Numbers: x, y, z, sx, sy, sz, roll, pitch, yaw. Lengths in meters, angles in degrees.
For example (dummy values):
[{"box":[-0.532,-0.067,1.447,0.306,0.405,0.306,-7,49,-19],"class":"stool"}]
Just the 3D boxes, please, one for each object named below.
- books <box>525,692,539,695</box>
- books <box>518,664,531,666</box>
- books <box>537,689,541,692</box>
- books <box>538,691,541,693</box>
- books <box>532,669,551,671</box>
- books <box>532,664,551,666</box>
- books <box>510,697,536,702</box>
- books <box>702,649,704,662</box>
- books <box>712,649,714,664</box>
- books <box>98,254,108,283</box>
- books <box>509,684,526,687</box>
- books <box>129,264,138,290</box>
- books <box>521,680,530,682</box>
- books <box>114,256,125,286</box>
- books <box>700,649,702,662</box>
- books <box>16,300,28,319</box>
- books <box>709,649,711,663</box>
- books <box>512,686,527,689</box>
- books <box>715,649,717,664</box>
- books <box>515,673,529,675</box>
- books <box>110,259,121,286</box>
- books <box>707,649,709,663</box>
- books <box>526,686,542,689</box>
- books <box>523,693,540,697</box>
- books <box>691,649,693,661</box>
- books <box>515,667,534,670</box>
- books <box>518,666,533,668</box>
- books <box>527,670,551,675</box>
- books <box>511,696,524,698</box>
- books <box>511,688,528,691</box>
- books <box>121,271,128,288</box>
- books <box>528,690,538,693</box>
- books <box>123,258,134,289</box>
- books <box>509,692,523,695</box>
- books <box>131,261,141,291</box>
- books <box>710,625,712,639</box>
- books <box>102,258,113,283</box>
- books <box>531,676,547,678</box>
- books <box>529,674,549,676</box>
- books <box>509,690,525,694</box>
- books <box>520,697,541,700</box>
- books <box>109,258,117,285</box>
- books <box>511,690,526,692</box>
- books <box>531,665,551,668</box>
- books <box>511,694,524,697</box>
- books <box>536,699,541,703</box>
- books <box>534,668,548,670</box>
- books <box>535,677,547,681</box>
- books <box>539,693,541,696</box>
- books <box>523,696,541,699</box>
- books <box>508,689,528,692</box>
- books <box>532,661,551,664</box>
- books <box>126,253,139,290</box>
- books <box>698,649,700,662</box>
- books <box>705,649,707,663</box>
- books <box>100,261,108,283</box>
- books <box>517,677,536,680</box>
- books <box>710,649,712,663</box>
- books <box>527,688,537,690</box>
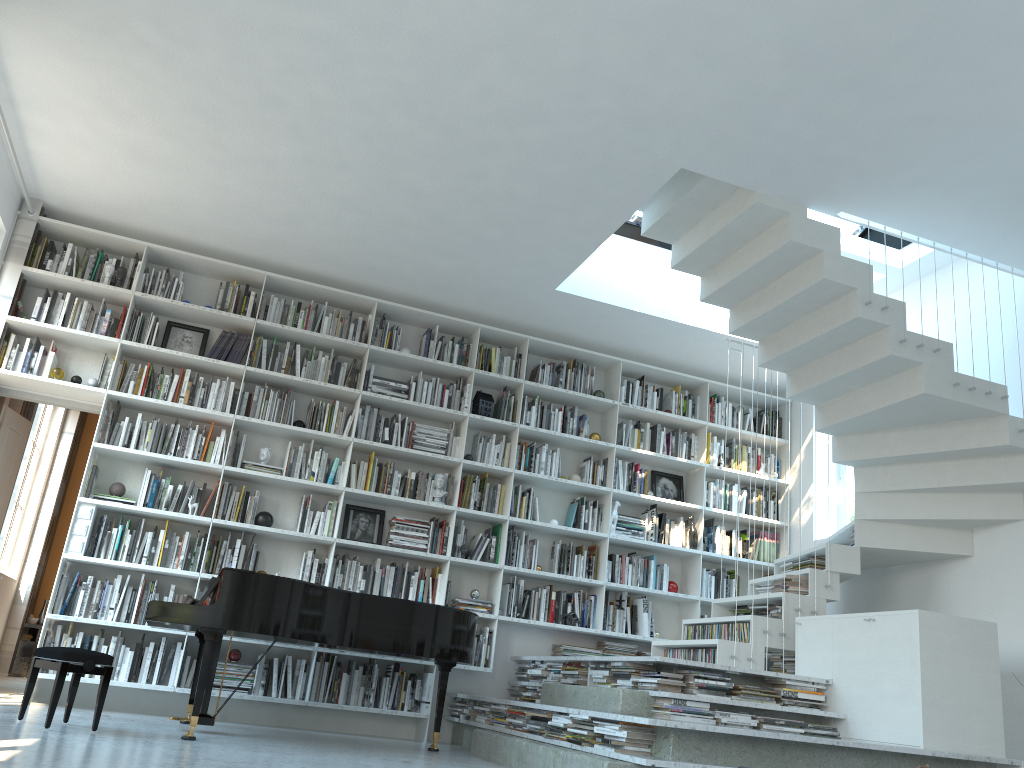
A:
[{"box":[0.208,2.205,6.300,0.159,0.009,0.229,12,-20,-16],"class":"books"},{"box":[0.164,2.109,6.620,0.159,0.011,0.246,14,-20,-20],"class":"books"},{"box":[0.302,2.092,6.024,0.181,0.017,0.250,14,-20,-20],"class":"books"},{"box":[0.306,2.106,6.021,0.178,0.009,0.277,12,-20,-16],"class":"books"},{"box":[0.257,2.054,6.347,0.171,0.007,0.207,12,-20,-15],"class":"books"},{"box":[0.268,2.021,6.361,0.159,0.007,0.286,13,-20,-18],"class":"books"},{"box":[0.094,2.337,6.564,0.163,0.019,0.188,13,-20,-18],"class":"books"},{"box":[1.275,1.768,5.676,0.125,0.125,0.011,13,-20,-17],"class":"books"},{"box":[1.314,1.737,5.575,0.125,0.125,0.008,13,-20,-17],"class":"books"},{"box":[-2.936,-0.774,6.355,0.013,0.274,0.159,13,-20,-17],"class":"books"},{"box":[0.097,2.249,6.591,0.174,0.009,0.240,12,-20,-15],"class":"books"},{"box":[-2.737,-0.722,6.414,0.025,0.258,0.138,13,-20,-17],"class":"books"},{"box":[0.165,2.214,6.589,0.134,0.014,0.182,14,-20,-20],"class":"books"},{"box":[-2.836,-0.758,6.394,0.013,0.291,0.155,13,-20,-17],"class":"books"},{"box":[1.267,1.775,5.698,0.125,0.125,0.007,13,-20,-17],"class":"books"},{"box":[-3.361,-0.466,6.111,0.121,0.175,0.130,13,-20,-17],"class":"books"},{"box":[1.304,1.745,5.601,0.125,0.125,0.008,13,-20,-17],"class":"books"},{"box":[0.101,2.261,6.589,0.152,0.015,0.208,11,-20,-12],"class":"books"},{"box":[1.327,1.726,5.540,0.125,0.125,0.007,13,-20,-17],"class":"books"},{"box":[0.153,2.166,6.599,0.179,0.012,0.262,13,-20,-17],"class":"books"},{"box":[-2.853,-0.750,6.372,0.027,0.258,0.147,13,-20,-17],"class":"books"},{"box":[1.296,1.751,5.622,0.125,0.125,0.007,13,-20,-17],"class":"books"},{"box":[0.215,2.169,6.313,0.149,0.014,0.229,13,-20,-19],"class":"books"},{"box":[0.194,2.214,6.292,0.180,0.016,0.183,14,-20,-20],"class":"books"},{"box":[1.229,1.805,5.797,0.125,0.125,0.010,13,-20,-17],"class":"books"},{"box":[0.152,2.127,6.610,0.171,0.015,0.253,15,-21,-22],"class":"books"},{"box":[0.163,2.118,6.617,0.167,0.008,0.235,13,-20,-18],"class":"books"},{"box":[0.245,2.069,6.338,0.189,0.029,0.238,14,-20,-20],"class":"books"},{"box":[0.095,2.326,6.568,0.144,0.005,0.258,11,-20,-12],"class":"books"},{"box":[0.098,2.272,6.585,0.160,0.009,0.211,11,-20,-13],"class":"books"},{"box":[-2.799,-0.701,6.383,0.028,0.184,0.168,13,-20,-17],"class":"books"},{"box":[0.215,2.193,6.306,0.137,0.018,0.201,14,-21,-21],"class":"books"},{"box":[-2.770,-0.743,6.406,0.022,0.285,0.175,13,-20,-17],"class":"books"},{"box":[0.096,2.304,6.575,0.170,0.012,0.215,13,-20,-17],"class":"books"},{"box":[-2.701,-0.724,6.386,0.024,0.251,0.235,13,-20,-17],"class":"books"},{"box":[1.380,1.678,5.913,0.125,0.125,0.010,13,-20,-17],"class":"books"},{"box":[-2.896,-0.755,6.349,0.025,0.243,0.168,13,-20,-17],"class":"books"},{"box":[0.258,2.099,6.335,0.152,0.009,0.260,14,-20,-20],"class":"books"},{"box":[0.256,2.090,6.336,0.163,0.008,0.295,13,-20,-19],"class":"books"},{"box":[0.100,2.294,6.579,0.159,0.012,0.279,13,-20,-18],"class":"books"},{"box":[0.186,2.238,6.282,0.187,0.009,0.262,12,-20,-14],"class":"books"},{"box":[-2.877,-0.752,6.366,0.021,0.252,0.179,13,-20,-17],"class":"books"},{"box":[0.099,2.285,6.581,0.152,0.005,0.243,11,-20,-13],"class":"books"},{"box":[0.265,2.033,6.357,0.163,0.018,0.290,13,-20,-18],"class":"books"},{"box":[0.105,2.319,6.574,0.147,0.014,0.293,13,-20,-17],"class":"books"},{"box":[0.289,2.161,5.998,0.189,0.028,0.203,15,-21,-22],"class":"books"},{"box":[0.264,2.047,6.352,0.143,0.012,0.265,11,-20,-12],"class":"books"},{"box":[0.269,2.116,6.334,0.131,0.021,0.241,12,-20,-15],"class":"books"},{"box":[0.309,2.119,6.018,0.156,0.017,0.264,14,-21,-21],"class":"books"},{"box":[0.204,2.231,6.290,0.160,0.014,0.268,13,-20,-18],"class":"books"},{"box":[0.090,2.277,6.580,0.184,0.006,0.263,12,-20,-16],"class":"books"},{"box":[0.259,2.006,6.362,0.171,0.020,0.194,15,-21,-22],"class":"books"},{"box":[-2.748,-0.765,6.415,0.014,0.336,0.168,13,-20,-17],"class":"books"},{"box":[1.259,1.781,5.719,0.125,0.125,0.008,13,-20,-17],"class":"books"},{"box":[1.287,1.758,5.646,0.125,0.125,0.012,13,-20,-17],"class":"books"},{"box":[-2.922,-0.748,6.351,0.021,0.225,0.157,13,-20,-17],"class":"books"},{"box":[0.154,2.197,6.590,0.163,0.017,0.233,12,-20,-15],"class":"books"},{"box":[1.307,1.742,5.592,0.125,0.125,0.010,13,-20,-17],"class":"books"},{"box":[0.211,2.180,6.308,0.144,0.009,0.250,11,-20,-13],"class":"books"}]
